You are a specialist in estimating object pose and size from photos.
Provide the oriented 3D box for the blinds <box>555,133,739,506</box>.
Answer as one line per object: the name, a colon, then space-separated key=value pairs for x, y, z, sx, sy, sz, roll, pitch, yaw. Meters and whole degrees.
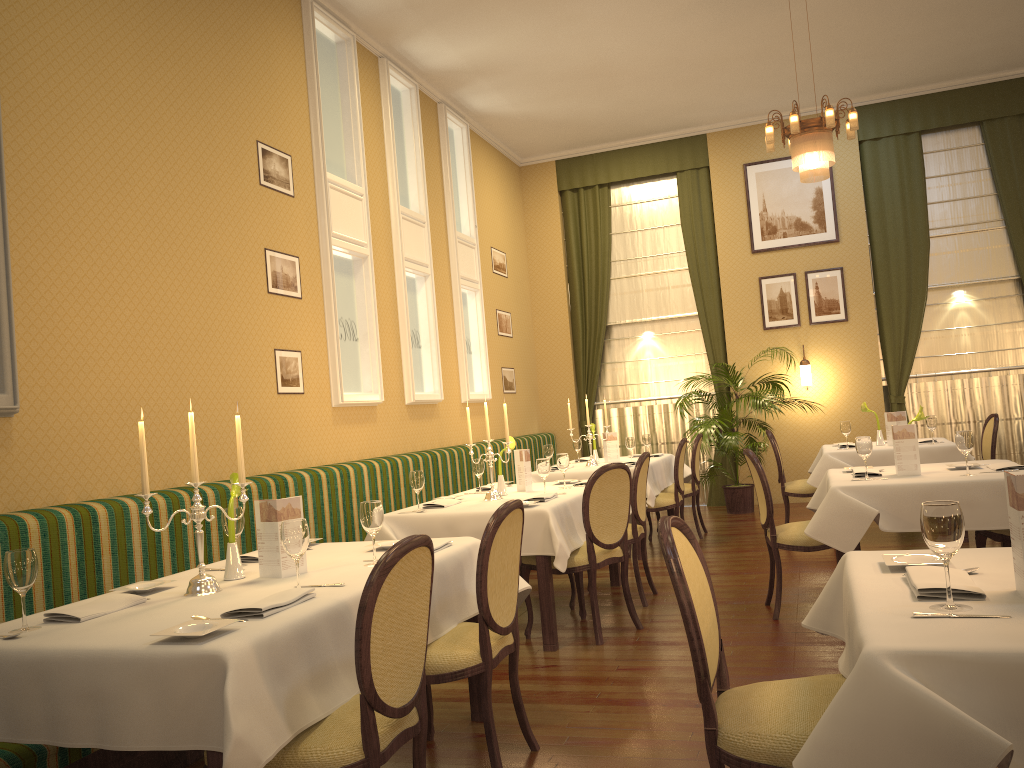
blinds: x=1.628 y=-0.755 z=10.790 sx=1.934 sy=4.537 sz=0.225 roll=-5 pitch=-2 yaw=18

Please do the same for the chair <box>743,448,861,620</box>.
chair: x=1.673 y=0.828 z=5.130 sx=0.571 sy=0.955 sz=0.530 roll=-5 pitch=-2 yaw=9

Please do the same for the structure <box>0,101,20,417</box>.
structure: x=-2.436 y=-1.407 z=3.409 sx=0.200 sy=3.103 sz=0.956 roll=-6 pitch=-2 yaw=19

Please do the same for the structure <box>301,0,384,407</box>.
structure: x=-1.315 y=-1.317 z=6.716 sx=0.200 sy=2.985 sz=0.687 roll=-6 pitch=-2 yaw=19

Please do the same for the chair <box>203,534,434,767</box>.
chair: x=-0.484 y=0.907 z=2.434 sx=0.571 sy=0.955 sz=0.530 roll=-6 pitch=-2 yaw=19

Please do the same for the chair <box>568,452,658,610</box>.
chair: x=0.652 y=0.939 z=5.795 sx=0.571 sy=0.955 sz=0.530 roll=-6 pitch=-2 yaw=19

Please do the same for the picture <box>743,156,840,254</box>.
picture: x=3.203 y=-2.089 z=10.197 sx=0.966 sy=1.057 sz=0.027 roll=-6 pitch=-2 yaw=19

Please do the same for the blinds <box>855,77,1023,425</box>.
blinds: x=4.936 y=-1.075 z=9.666 sx=1.878 sy=4.537 sz=0.129 roll=-6 pitch=-2 yaw=19

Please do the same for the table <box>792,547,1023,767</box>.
table: x=1.371 y=0.831 z=2.007 sx=1.389 sy=0.759 sz=1.395 roll=-6 pitch=-2 yaw=20

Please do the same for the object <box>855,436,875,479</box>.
object: x=1.914 y=0.399 z=4.809 sx=0.088 sy=0.229 sz=0.088 roll=-4 pitch=-2 yaw=-29

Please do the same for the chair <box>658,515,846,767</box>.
chair: x=0.700 y=0.800 z=2.239 sx=0.571 sy=0.955 sz=0.530 roll=-6 pitch=-2 yaw=19

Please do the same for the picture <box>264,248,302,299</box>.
picture: x=-1.516 y=-0.728 z=5.893 sx=0.008 sy=0.294 sz=0.401 roll=-6 pitch=-2 yaw=19

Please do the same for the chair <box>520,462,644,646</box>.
chair: x=0.396 y=0.931 z=5.021 sx=0.571 sy=0.955 sz=0.530 roll=-7 pitch=-3 yaw=44

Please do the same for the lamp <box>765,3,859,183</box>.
lamp: x=1.997 y=-2.294 z=6.098 sx=0.593 sy=1.796 sz=0.593 roll=-5 pitch=-2 yaw=16

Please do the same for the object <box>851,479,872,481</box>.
object: x=1.904 y=0.507 z=4.723 sx=0.185 sy=0.010 sz=0.017 roll=-6 pitch=-2 yaw=20

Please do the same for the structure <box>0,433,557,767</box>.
structure: x=-1.529 y=1.023 z=4.099 sx=0.850 sy=1.031 sz=14.516 roll=-6 pitch=-2 yaw=19

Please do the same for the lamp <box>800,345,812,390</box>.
lamp: x=3.284 y=-0.186 z=9.993 sx=0.114 sy=0.513 sz=0.323 roll=-5 pitch=-2 yaw=8

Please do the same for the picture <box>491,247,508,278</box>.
picture: x=-0.144 y=-1.390 z=10.160 sx=0.008 sy=0.294 sz=0.504 roll=-6 pitch=-2 yaw=19

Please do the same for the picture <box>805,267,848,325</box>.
picture: x=3.567 y=-0.996 z=10.068 sx=0.412 sy=0.619 sz=0.022 roll=-6 pitch=-2 yaw=19

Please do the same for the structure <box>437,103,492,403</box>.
structure: x=-0.527 y=-1.296 z=9.052 sx=0.200 sy=2.985 sz=0.670 roll=-6 pitch=-2 yaw=19

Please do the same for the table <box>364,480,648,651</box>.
table: x=0.062 y=1.079 z=5.658 sx=1.385 sy=0.759 sz=2.152 roll=-6 pitch=-2 yaw=19

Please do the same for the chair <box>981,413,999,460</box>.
chair: x=3.691 y=0.738 z=7.234 sx=0.571 sy=0.955 sz=0.530 roll=-6 pitch=-2 yaw=19

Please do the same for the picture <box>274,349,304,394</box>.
picture: x=-1.467 y=-0.080 z=5.852 sx=0.008 sy=0.294 sz=0.313 roll=-6 pitch=-2 yaw=19

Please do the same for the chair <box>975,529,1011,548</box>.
chair: x=2.840 y=0.714 z=4.706 sx=0.571 sy=0.955 sz=0.530 roll=-5 pitch=-2 yaw=-1

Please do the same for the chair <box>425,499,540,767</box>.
chair: x=-0.215 y=0.914 z=3.226 sx=0.571 sy=0.955 sz=0.530 roll=-6 pitch=-2 yaw=19

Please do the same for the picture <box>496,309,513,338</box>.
picture: x=-0.085 y=-0.688 z=10.133 sx=0.008 sy=0.294 sz=0.504 roll=-6 pitch=-2 yaw=19

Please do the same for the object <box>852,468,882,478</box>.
object: x=1.999 y=0.500 z=4.996 sx=0.142 sy=0.033 sz=0.273 roll=-6 pitch=-2 yaw=19

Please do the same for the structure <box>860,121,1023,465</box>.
structure: x=4.968 y=-1.061 z=9.780 sx=1.900 sy=4.511 sz=0.134 roll=-6 pitch=-2 yaw=19

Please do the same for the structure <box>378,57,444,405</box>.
structure: x=-0.932 y=-1.307 z=7.849 sx=0.200 sy=2.985 sz=0.661 roll=-6 pitch=-2 yaw=19

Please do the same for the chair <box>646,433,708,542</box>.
chair: x=1.545 y=0.960 z=8.341 sx=0.571 sy=0.955 sz=0.530 roll=-6 pitch=-2 yaw=19

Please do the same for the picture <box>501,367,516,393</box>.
picture: x=-0.035 y=-0.040 z=10.096 sx=0.008 sy=0.294 sz=0.437 roll=-6 pitch=-2 yaw=19

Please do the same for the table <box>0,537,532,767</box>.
table: x=-0.802 y=1.055 z=3.096 sx=1.385 sy=0.759 sz=2.152 roll=-6 pitch=-2 yaw=19

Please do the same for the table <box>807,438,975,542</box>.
table: x=3.206 y=0.882 z=7.445 sx=1.389 sy=0.759 sz=1.395 roll=-6 pitch=-2 yaw=20

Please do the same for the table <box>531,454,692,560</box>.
table: x=0.925 y=1.103 z=8.216 sx=1.385 sy=0.759 sz=2.152 roll=-6 pitch=-2 yaw=19

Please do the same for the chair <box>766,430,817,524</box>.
chair: x=2.535 y=0.852 z=7.677 sx=0.571 sy=0.955 sz=0.530 roll=-6 pitch=-2 yaw=19

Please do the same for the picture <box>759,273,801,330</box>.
picture: x=3.086 y=-0.950 z=10.230 sx=0.412 sy=0.619 sz=0.022 roll=-6 pitch=-2 yaw=19

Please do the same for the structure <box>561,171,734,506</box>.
structure: x=1.665 y=-0.742 z=10.898 sx=1.942 sy=4.511 sz=0.123 roll=-6 pitch=-2 yaw=19

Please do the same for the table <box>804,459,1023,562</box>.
table: x=2.343 y=0.858 z=4.888 sx=1.389 sy=0.759 sz=1.395 roll=-6 pitch=-2 yaw=20

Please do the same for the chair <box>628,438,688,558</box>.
chair: x=1.244 y=0.955 z=7.554 sx=0.571 sy=0.955 sz=0.530 roll=-6 pitch=-2 yaw=19

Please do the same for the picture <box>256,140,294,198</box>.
picture: x=-1.575 y=-1.430 z=5.920 sx=0.008 sy=0.294 sz=0.401 roll=-6 pitch=-2 yaw=19
